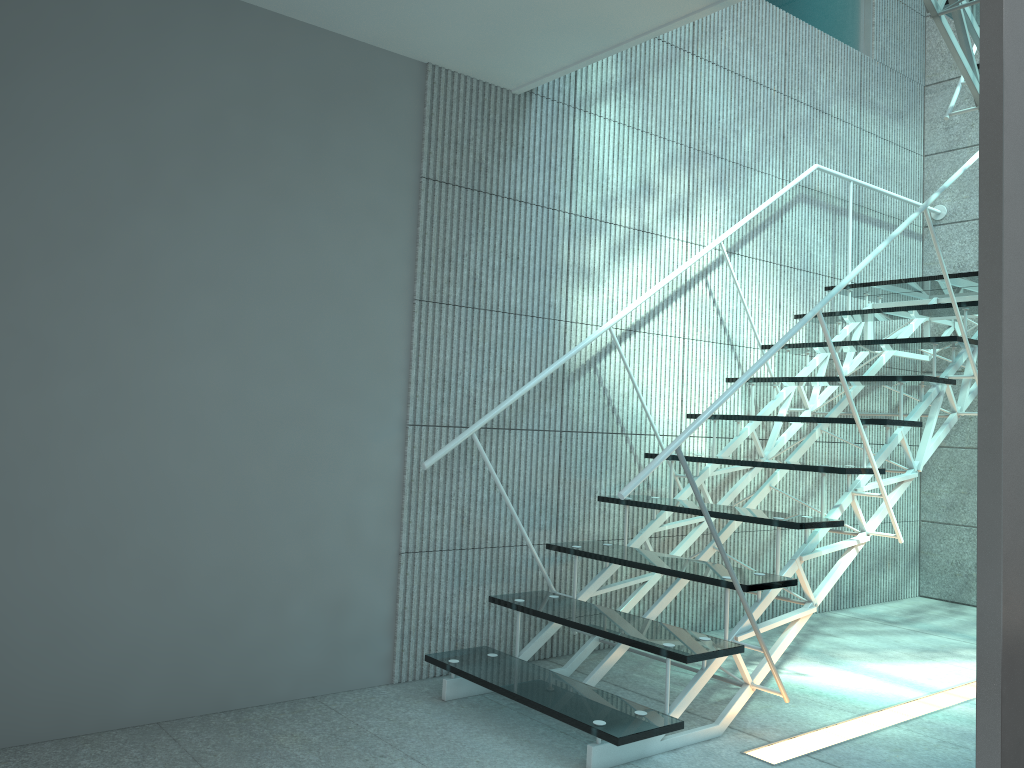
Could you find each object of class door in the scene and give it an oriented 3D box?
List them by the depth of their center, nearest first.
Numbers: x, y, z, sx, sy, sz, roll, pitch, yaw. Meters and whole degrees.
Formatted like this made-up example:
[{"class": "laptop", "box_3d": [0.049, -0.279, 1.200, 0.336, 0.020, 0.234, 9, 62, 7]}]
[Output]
[{"class": "door", "box_3d": [0.919, -0.103, 1.294, 0.864, 2.070, 0.076, 6, -6, -38]}]

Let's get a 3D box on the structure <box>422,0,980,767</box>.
[{"class": "structure", "box_3d": [1.679, -1.963, 3.222, 3.290, 6.024, 1.908, 6, -5, -38]}]
